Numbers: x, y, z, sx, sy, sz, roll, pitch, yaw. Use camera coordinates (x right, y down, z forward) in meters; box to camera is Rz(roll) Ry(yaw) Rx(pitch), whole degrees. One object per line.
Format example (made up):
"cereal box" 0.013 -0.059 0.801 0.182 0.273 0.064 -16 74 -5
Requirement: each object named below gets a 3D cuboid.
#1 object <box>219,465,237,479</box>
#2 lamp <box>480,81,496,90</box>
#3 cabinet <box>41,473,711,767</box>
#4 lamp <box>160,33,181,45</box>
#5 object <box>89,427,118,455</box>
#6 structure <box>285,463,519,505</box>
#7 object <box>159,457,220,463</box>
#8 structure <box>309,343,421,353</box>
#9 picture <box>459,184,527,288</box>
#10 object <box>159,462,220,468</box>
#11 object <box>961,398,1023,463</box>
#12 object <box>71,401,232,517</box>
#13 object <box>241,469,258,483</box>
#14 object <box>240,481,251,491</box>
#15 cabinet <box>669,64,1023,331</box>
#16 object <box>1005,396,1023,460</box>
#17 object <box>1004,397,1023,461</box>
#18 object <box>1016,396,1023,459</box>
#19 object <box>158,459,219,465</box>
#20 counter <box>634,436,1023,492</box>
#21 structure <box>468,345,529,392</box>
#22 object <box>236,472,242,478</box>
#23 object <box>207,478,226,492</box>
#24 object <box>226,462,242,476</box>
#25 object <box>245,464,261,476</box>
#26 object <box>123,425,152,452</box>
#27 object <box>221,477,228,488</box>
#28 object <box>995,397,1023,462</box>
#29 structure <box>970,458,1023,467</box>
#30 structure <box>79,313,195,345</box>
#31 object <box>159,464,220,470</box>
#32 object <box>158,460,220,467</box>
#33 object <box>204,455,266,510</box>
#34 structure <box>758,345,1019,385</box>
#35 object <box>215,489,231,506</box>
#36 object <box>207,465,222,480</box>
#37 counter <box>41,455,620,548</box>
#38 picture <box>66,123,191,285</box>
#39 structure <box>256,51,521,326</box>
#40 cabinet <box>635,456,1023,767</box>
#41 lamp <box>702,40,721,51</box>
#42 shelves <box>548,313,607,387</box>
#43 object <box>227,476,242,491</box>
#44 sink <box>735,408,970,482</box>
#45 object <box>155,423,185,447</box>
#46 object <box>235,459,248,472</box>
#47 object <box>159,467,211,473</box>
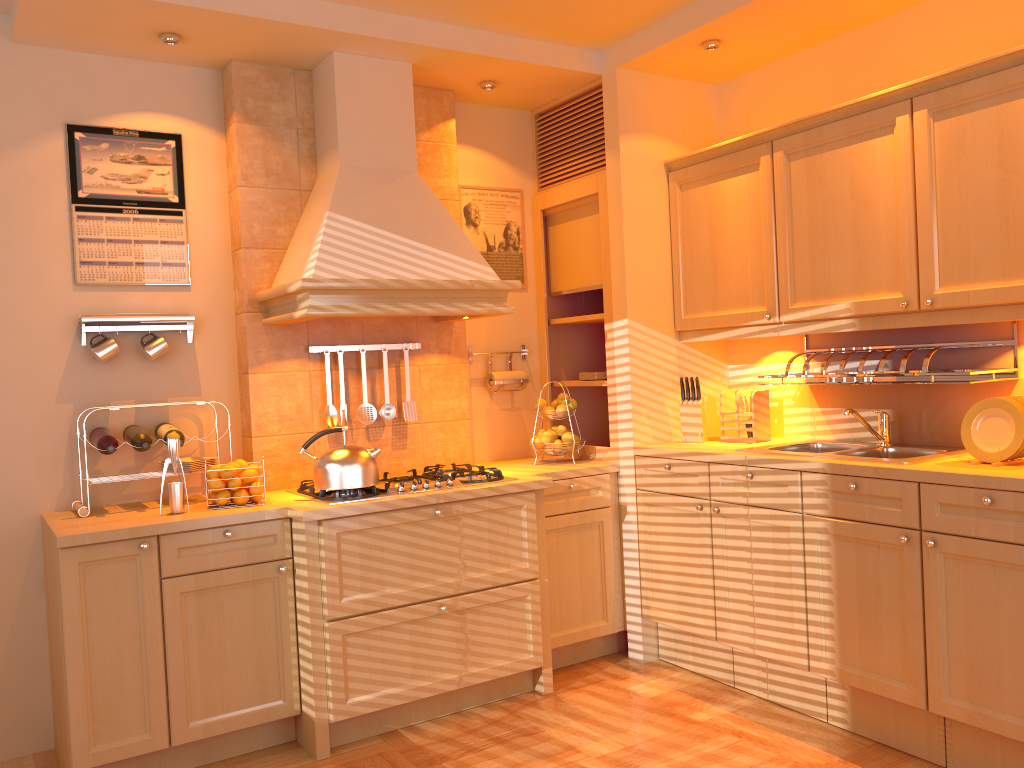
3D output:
"object" -1.021 0.317 3.191 0.063 0.051 0.053 -3 1 -25
"lamp" -0.106 -1.333 3.962 0.070 0.021 0.070 -2 2 41
"cabinet" -0.210 0.854 3.557 2.850 0.840 1.141 -4 2 -32
"lamp" -1.250 -1.261 3.244 0.070 0.021 0.070 -2 2 41
"object" -1.486 0.209 3.242 0.076 0.095 0.282 -4 2 -32
"structure" -0.440 0.384 3.547 0.797 0.051 0.494 -4 2 -32
"object" -1.235 0.294 3.395 0.172 0.011 0.163 -2 1 27
"structure" -0.617 -0.154 3.768 0.506 0.024 0.009 -4 2 -32
"picture" -0.092 -0.712 4.313 0.366 0.491 0.007 -4 2 -32
"object" -1.234 0.313 3.395 0.172 0.011 0.163 -2 1 27
"object" 1.500 0.144 2.770 0.049 0.200 0.205 -4 2 -30
"object" -1.341 0.266 3.341 0.572 0.379 0.221 -4 2 -32
"object" -0.957 0.336 3.231 0.053 0.052 0.061 -2 2 31
"object" -0.980 0.371 3.271 0.062 0.053 0.051 -2 1 26
"cabinet" 1.334 -0.610 3.322 0.332 0.712 1.792 -4 2 -32
"object" 1.573 0.139 2.810 0.049 0.200 0.205 -4 2 -30
"object" 1.549 0.141 2.797 0.049 0.200 0.205 -4 2 -30
"object" 1.598 0.138 2.824 0.049 0.200 0.205 -4 2 -30
"object" -1.235 0.300 3.395 0.172 0.011 0.163 -2 1 27
"counter" 1.263 0.269 3.271 0.600 0.038 1.800 -4 2 -32
"structure" -0.035 -0.076 4.273 0.320 0.220 0.126 -4 2 -32
"object" -1.032 0.343 3.293 0.061 0.051 0.055 -3 1 12
"object" -1.059 0.362 3.179 0.063 0.051 0.053 -3 1 -13
"object" -1.022 0.312 3.251 0.063 0.053 0.051 -2 1 19
"object" -0.962 0.323 3.288 0.063 0.053 0.051 -2 2 31
"object" -1.388 0.203 3.304 0.076 0.095 0.282 -4 2 -32
"object" -1.049 0.358 3.236 0.051 0.053 0.064 -2 1 21
"object" 1.524 0.142 2.783 0.049 0.200 0.205 -4 2 -30
"structure" 1.551 0.242 2.794 0.219 0.010 0.084 -4 1 -29
"structure" -1.440 -0.215 3.426 0.405 0.118 0.069 -4 2 -32
"object" -1.234 0.320 3.396 0.172 0.011 0.163 -2 1 27
"object" -1.234 0.307 3.395 0.172 0.011 0.163 -2 1 27
"object" -1.017 0.354 3.262 0.207 0.174 0.189 -3 1 -17
"structure" 1.374 -0.069 3.343 0.300 0.126 0.900 -4 2 -32
"object" -1.038 0.408 3.187 0.052 0.057 0.060 -2 1 20
"object" -1.072 0.323 3.205 0.057 0.060 0.052 -3 1 6
"counter" -0.584 0.433 3.545 2.250 0.038 0.770 -4 2 -32
"picture" -1.481 -0.688 3.440 0.417 0.605 0.009 -4 2 -32
"structure" 0.844 -0.786 2.709 4.091 1.148 1.061 -2 2 32
"cabinet" 1.576 0.355 2.758 0.625 1.700 3.000 -4 2 -32
"lamp" 0.807 -1.369 3.587 0.070 0.021 0.070 -2 1 19
"shelves" 0.567 0.013 4.371 0.582 0.702 0.600 -4 2 -32
"object" -1.002 0.360 3.205 0.052 0.053 0.062 -3 1 -10
"sink" 1.261 0.256 3.270 0.465 0.336 0.746 -4 2 -32
"object" -1.290 0.197 3.365 0.076 0.095 0.282 -4 2 -32
"object" -1.017 0.312 3.327 0.059 0.060 0.050 -2 1 18
"object" -1.233 0.327 3.396 0.172 0.011 0.163 -2 1 27
